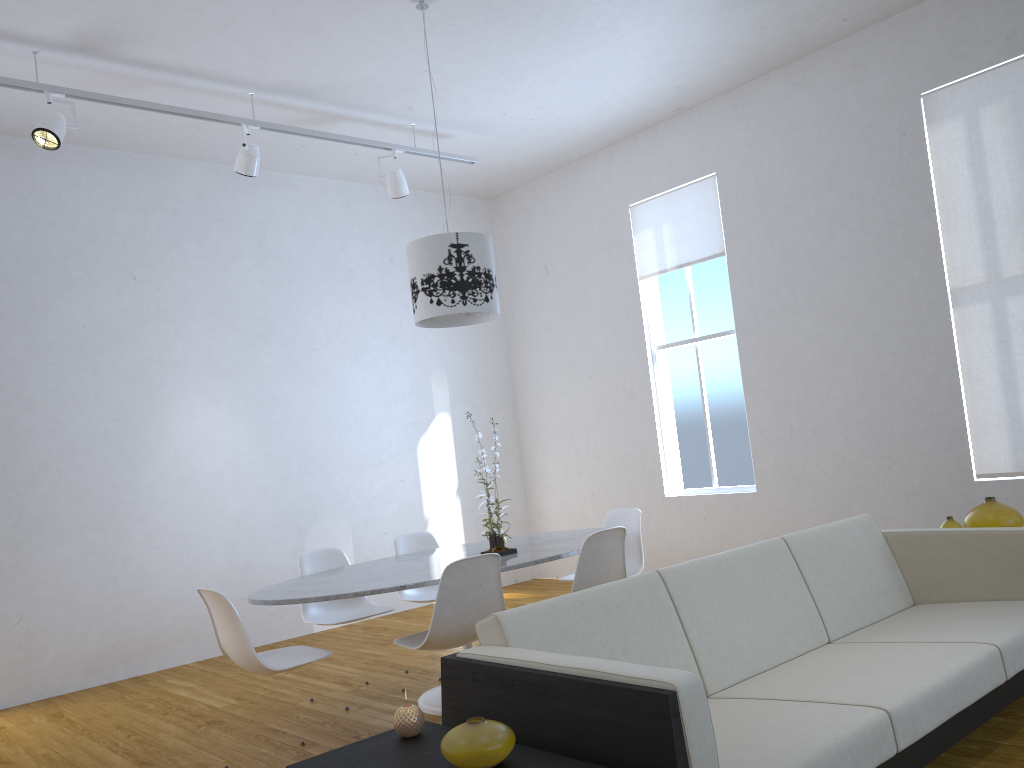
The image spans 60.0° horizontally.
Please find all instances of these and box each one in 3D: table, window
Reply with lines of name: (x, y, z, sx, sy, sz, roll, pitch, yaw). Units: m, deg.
table: (-0.207, 1.080, 3.921, 1.908, 0.621, 1.074, -3, -6, -42)
window: (1.286, -0.303, 6.162, 0.073, 2.125, 0.776, -4, -4, -41)

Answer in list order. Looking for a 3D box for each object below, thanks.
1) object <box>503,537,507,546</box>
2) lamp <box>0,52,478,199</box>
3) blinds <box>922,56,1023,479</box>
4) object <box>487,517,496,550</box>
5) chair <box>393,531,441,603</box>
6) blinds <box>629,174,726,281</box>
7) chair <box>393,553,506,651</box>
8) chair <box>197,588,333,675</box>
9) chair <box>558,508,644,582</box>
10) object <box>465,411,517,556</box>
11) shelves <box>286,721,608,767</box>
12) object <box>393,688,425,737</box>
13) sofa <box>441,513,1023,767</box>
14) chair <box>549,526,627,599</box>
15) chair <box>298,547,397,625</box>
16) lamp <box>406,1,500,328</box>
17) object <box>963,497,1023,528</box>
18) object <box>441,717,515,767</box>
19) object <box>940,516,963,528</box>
object: (-0.059, 0.722, 4.164, 0.063, 0.091, 0.062, -7, -3, 6)
lamp: (-1.418, -1.384, 4.988, 3.114, 0.485, 0.205, -2, -5, -44)
blinds: (2.612, -0.589, 4.510, 0.007, 2.107, 0.764, -4, -4, -41)
object: (-0.092, 0.679, 4.107, 0.059, 0.176, 0.059, -9, -4, 34)
chair: (-0.397, 0.943, 4.582, 0.405, 0.351, 0.420, -4, -5, -39)
blinds: (1.135, -1.068, 6.146, 0.007, 0.555, 0.764, -4, -5, -41)
chair: (-0.236, 0.829, 3.396, 0.405, 0.351, 0.420, -4, -5, -38)
chair: (-0.932, 0.904, 3.326, 0.419, 0.351, 0.407, -4, -5, -39)
chair: (0.465, 0.839, 4.551, 0.419, 0.351, 0.407, -4, -5, -39)
object: (-0.102, 0.436, 3.887, 0.166, 0.637, 0.202, -6, -3, -13)
shelves: (-0.083, 0.973, 1.698, 0.349, 0.450, 0.732, -4, -5, -41)
object: (-0.233, 0.734, 1.987, 0.071, 0.104, 0.071, -6, -3, -14)
sofa: (1.331, 0.731, 2.034, 5.331, 0.678, 9.752, -3, -6, -41)
chair: (0.288, 0.802, 3.827, 0.405, 0.351, 0.420, -3, -5, -42)
chair: (-0.805, 0.963, 4.240, 0.405, 0.351, 0.420, -3, -5, -43)
lamp: (-0.341, -1.057, 4.150, 0.400, 1.535, 0.399, -7, -3, 15)
object: (1.875, 0.549, 3.452, 0.207, 0.215, 0.207, -7, -4, 0)
object: (-0.066, 0.701, 1.731, 0.146, 0.090, 0.147, -7, -4, 0)
object: (1.709, 0.595, 3.441, 0.095, 0.160, 0.096, -7, -3, 0)
